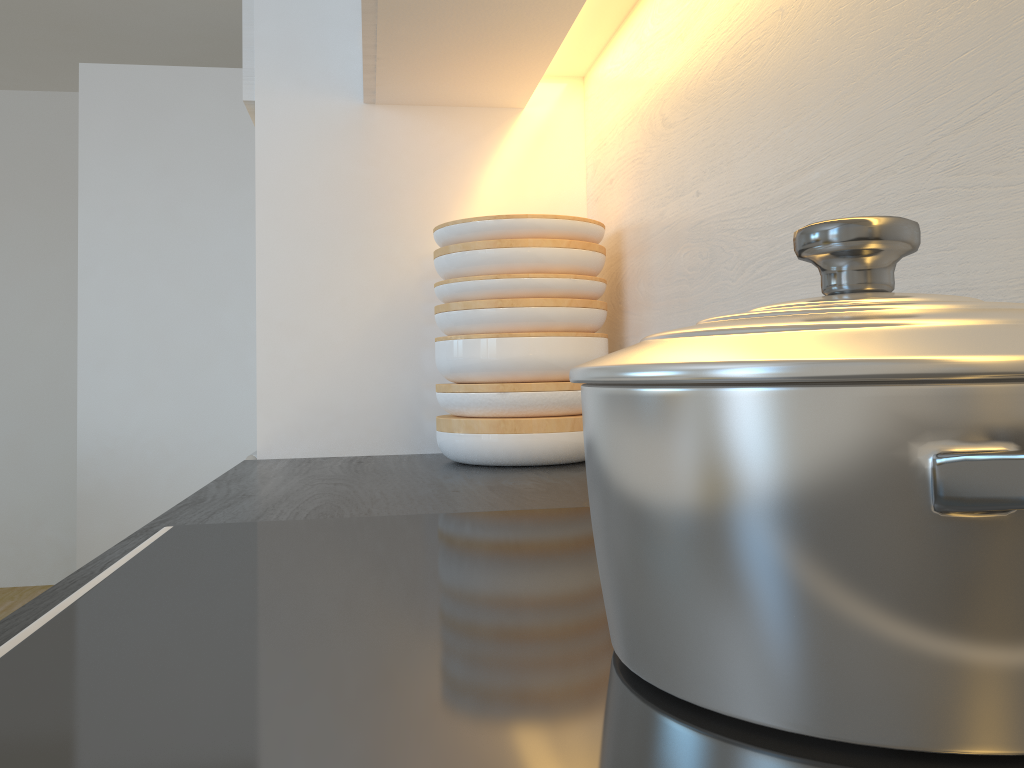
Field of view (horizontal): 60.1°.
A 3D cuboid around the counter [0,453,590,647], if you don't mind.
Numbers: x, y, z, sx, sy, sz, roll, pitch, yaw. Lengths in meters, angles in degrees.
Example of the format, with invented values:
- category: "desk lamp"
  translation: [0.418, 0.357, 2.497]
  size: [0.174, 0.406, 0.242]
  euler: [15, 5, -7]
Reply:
- category: "counter"
  translation: [0.015, 0.146, 0.516]
  size: [0.600, 0.040, 1.997]
  euler: [-1, 1, -9]

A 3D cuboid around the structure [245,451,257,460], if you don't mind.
- category: "structure"
  translation: [-0.471, 0.270, 1.746]
  size: [0.049, 0.598, 0.559]
  euler: [-1, -1, -9]

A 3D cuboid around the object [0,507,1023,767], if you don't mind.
- category: "object"
  translation: [0.018, 0.128, 0.514]
  size: [0.562, 0.013, 0.653]
  euler: [-1, 1, -9]

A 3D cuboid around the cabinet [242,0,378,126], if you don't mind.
- category: "cabinet"
  translation: [-0.147, -0.178, 1.114]
  size: [0.481, 2.306, 3.195]
  euler: [-1, -1, -9]
